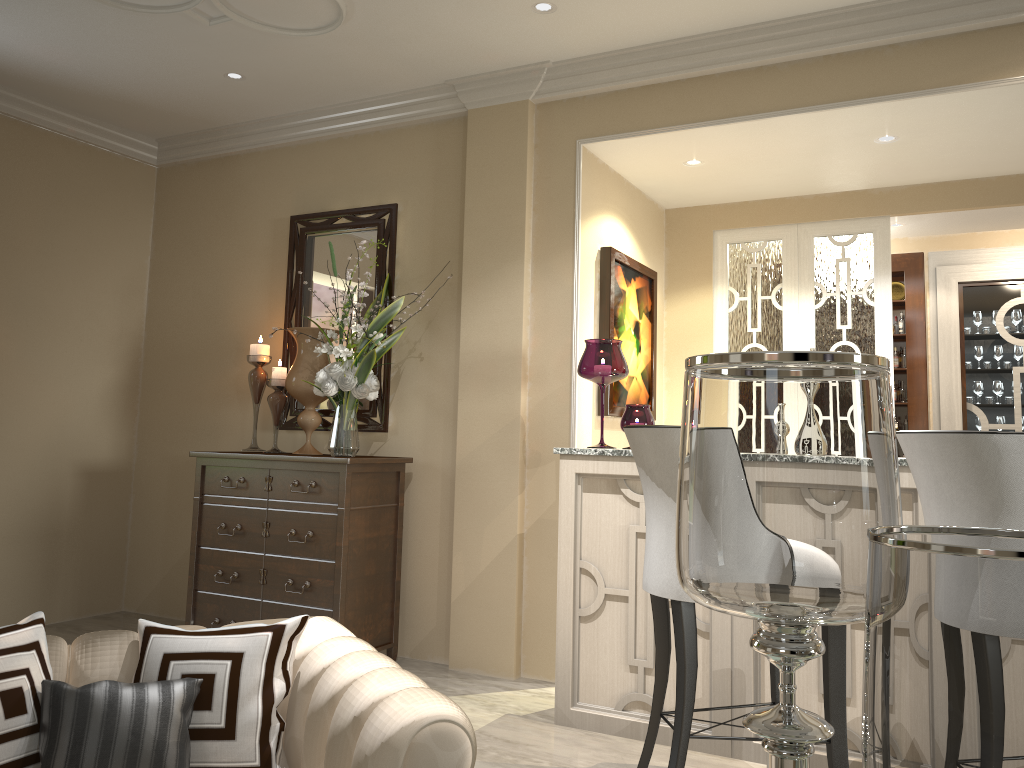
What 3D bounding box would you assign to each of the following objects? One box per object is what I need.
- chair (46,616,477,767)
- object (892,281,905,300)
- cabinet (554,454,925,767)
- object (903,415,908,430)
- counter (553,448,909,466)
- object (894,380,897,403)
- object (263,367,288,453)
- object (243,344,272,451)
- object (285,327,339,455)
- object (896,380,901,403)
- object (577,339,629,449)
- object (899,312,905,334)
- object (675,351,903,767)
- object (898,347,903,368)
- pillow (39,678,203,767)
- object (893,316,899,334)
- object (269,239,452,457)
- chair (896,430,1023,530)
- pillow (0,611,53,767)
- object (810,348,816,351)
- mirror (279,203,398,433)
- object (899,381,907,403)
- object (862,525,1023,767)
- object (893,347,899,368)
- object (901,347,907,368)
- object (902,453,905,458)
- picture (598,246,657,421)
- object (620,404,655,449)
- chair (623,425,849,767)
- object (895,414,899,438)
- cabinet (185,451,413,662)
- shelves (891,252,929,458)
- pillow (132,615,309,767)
[{"bbox_3d":[-0.565,0.681,1.227,0.848,0.556,0.708,4,-5,-27],"label":"chair"},{"bbox_3d":[2.357,-0.568,5.461,0.151,0.142,0.058,-1,-7,26],"label":"object"},{"bbox_3d":[1.227,0.664,2.491,2.257,0.859,0.349,-1,-6,28],"label":"cabinet"},{"bbox_3d":[2.332,0.251,5.239,0.031,0.138,0.032,-2,-7,30],"label":"object"},{"bbox_3d":[1.258,0.226,2.535,2.337,0.021,0.377,0,-4,28],"label":"counter"},{"bbox_3d":[2.294,0.047,5.319,0.031,0.138,0.037,0,-7,16],"label":"object"},{"bbox_3d":[-1.011,0.108,3.815,0.103,0.376,0.102,-1,-7,18],"label":"object"},{"bbox_3d":[-1.116,0.055,3.877,0.103,0.473,0.102,-1,-7,18],"label":"object"},{"bbox_3d":[-0.849,0.033,3.740,0.221,0.525,0.220,-1,-7,23],"label":"object"},{"bbox_3d":[2.347,0.048,5.361,0.043,0.143,0.044,5,-7,-28],"label":"object"},{"bbox_3d":[0.321,0.036,3.137,0.181,0.383,0.180,-2,-7,32],"label":"object"},{"bbox_3d":[2.367,-0.366,5.377,0.036,0.149,0.037,-2,-8,31],"label":"object"},{"bbox_3d":[0.315,0.313,1.014,0.250,0.687,0.249,-2,-7,32],"label":"object"},{"bbox_3d":[2.365,-0.156,5.378,0.042,0.143,0.043,-1,-7,24],"label":"object"},{"bbox_3d":[-0.564,0.522,1.266,0.250,0.188,0.128,4,-6,-25],"label":"pillow"},{"bbox_3d":[2.358,-0.354,5.437,0.037,0.133,0.039,-2,-7,29],"label":"object"},{"bbox_3d":[-0.615,-0.136,3.572,0.560,0.857,0.603,-3,-7,40],"label":"object"},{"bbox_3d":[1.123,0.584,1.900,0.541,0.957,0.455,1,-6,3],"label":"chair"},{"bbox_3d":[-0.754,0.476,1.247,0.185,0.252,0.282,-1,-5,21],"label":"pillow"},{"bbox_3d":[0.924,0.055,2.715,0.109,0.332,0.109,-2,-8,32],"label":"object"},{"bbox_3d":[-0.774,-0.288,3.947,0.600,1.000,0.035,-1,-7,27],"label":"mirror"},{"bbox_3d":[2.336,0.048,5.289,0.045,0.133,0.038,5,-8,-32],"label":"object"},{"bbox_3d":[0.437,0.392,0.781,0.236,0.508,0.235,-1,-7,25],"label":"object"},{"bbox_3d":[2.313,-0.157,5.339,0.031,0.138,0.032,-1,-7,24],"label":"object"},{"bbox_3d":[2.351,-0.156,5.304,0.037,0.133,0.039,-2,-7,31],"label":"object"},{"bbox_3d":[2.327,0.456,5.247,0.031,0.138,0.032,-2,-7,30],"label":"object"},{"bbox_3d":[0.513,-0.198,3.858,0.049,0.697,0.593,-2,-6,28],"label":"picture"},{"bbox_3d":[0.434,0.149,3.063,0.119,0.155,0.119,-2,-7,32],"label":"object"},{"bbox_3d":[0.540,0.587,2.204,0.541,0.957,0.455,2,-6,-7],"label":"chair"},{"bbox_3d":[2.277,0.249,5.258,0.042,0.143,0.043,-2,-7,31],"label":"object"},{"bbox_3d":[-0.880,0.696,3.599,0.823,0.818,0.425,-1,-7,28],"label":"cabinet"},{"bbox_3d":[2.947,0.211,4.983,2.997,2.001,0.182,-1,-7,28],"label":"shelves"},{"bbox_3d":[-0.479,0.514,1.415,0.300,0.271,0.196,2,-6,-2],"label":"pillow"}]
